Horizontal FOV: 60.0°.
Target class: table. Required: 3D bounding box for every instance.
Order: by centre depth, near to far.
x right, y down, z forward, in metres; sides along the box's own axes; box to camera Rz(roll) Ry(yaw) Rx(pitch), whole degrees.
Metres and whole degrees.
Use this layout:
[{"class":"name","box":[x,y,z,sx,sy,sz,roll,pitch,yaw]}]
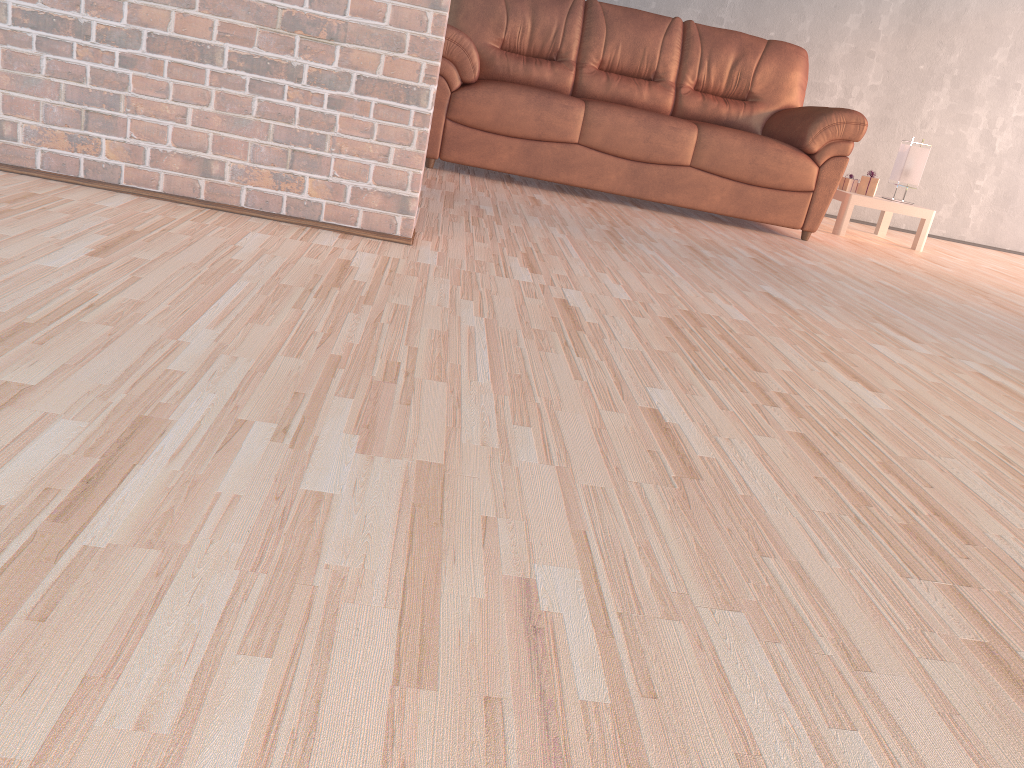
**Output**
[{"class":"table","box":[2.134,-1.013,5.345,0.548,0.241,0.548,9,19,-7]}]

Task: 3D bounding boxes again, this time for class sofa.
[{"class":"sofa","box":[0.614,-1.497,4.627,2.202,0.923,0.981,9,19,-7]}]

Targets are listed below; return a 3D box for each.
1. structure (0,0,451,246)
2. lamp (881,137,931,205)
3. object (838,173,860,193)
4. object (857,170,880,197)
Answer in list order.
[{"class":"structure","box":[-0.876,-1.021,2.285,1.422,1.057,0.211,9,19,-7]},{"class":"lamp","box":[2.332,-1.259,5.227,0.140,0.376,0.140,9,19,-7]},{"class":"object","box":[2.022,-1.195,5.273,0.152,0.105,0.080,-3,23,-36]},{"class":"object","box":[2.098,-1.181,5.206,0.099,0.147,0.102,19,20,20]}]
